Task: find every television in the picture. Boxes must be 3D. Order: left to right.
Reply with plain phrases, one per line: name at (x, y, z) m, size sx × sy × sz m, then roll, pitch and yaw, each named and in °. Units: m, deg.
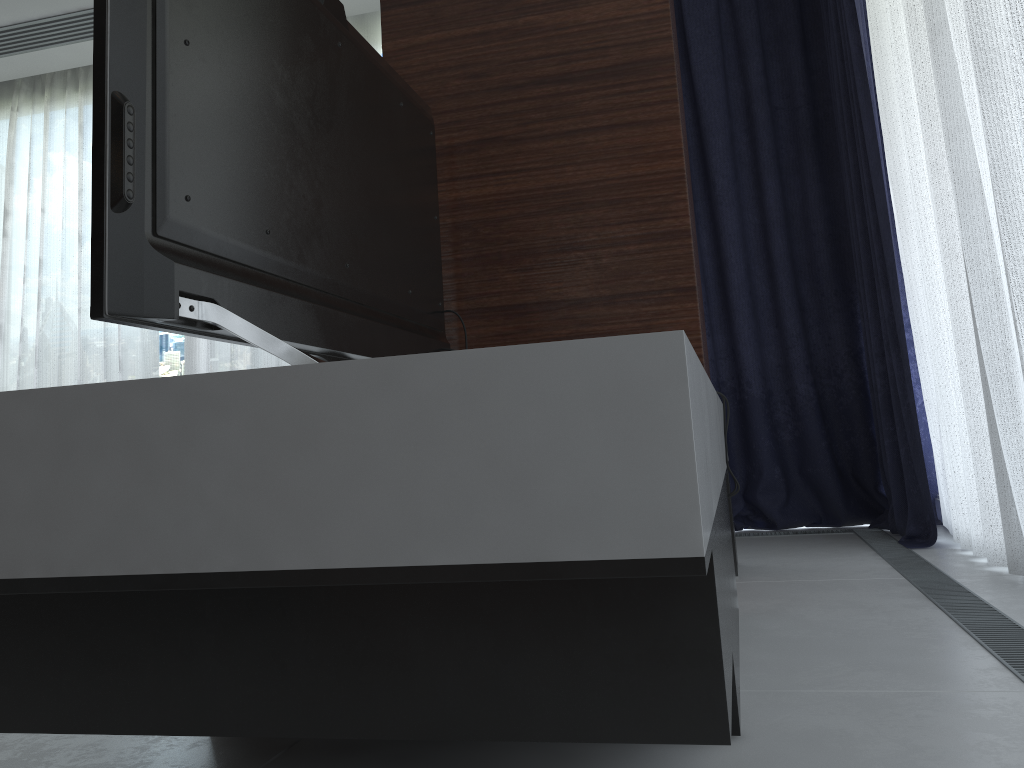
television at (-0.326, -0.355, 1.644) m, size 0.297 × 0.795 × 1.220 m, roll -6°, pitch -6°, yaw 14°

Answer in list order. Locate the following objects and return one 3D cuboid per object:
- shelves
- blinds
shelves at (0.025, 0.295, 1.939) m, size 0.871 × 0.505 × 2.330 m, roll -5°, pitch -4°, yaw 14°
blinds at (-2.412, -0.695, 1.960) m, size 7.116 × 2.806 × 5.754 m, roll -5°, pitch -5°, yaw 17°
